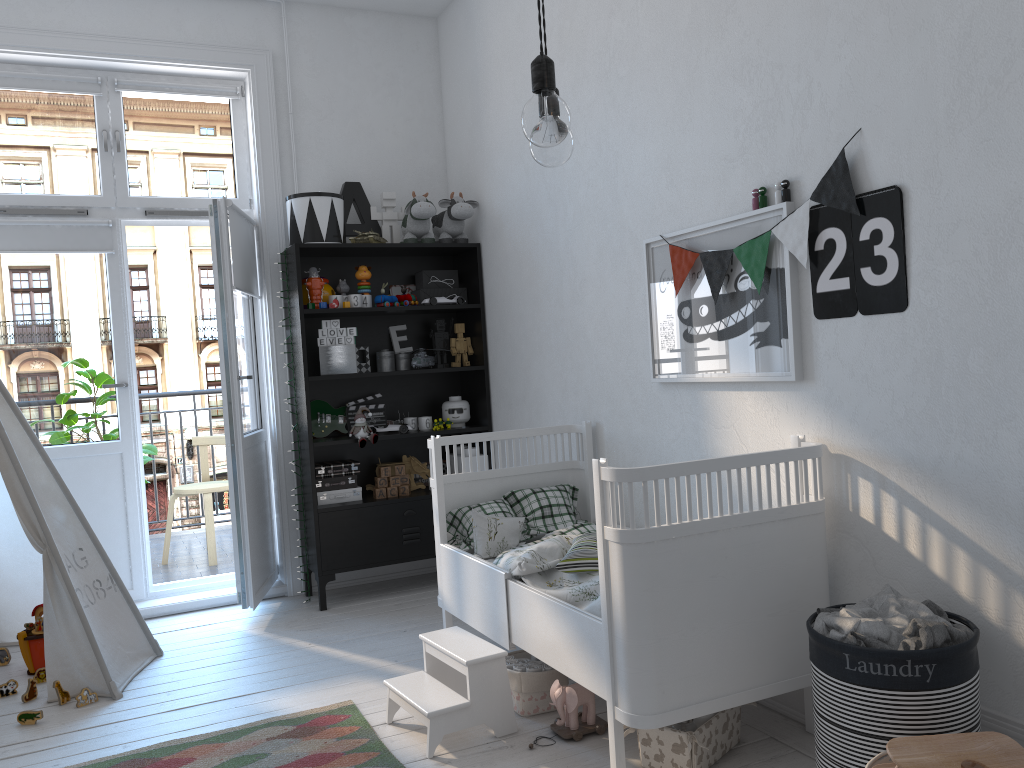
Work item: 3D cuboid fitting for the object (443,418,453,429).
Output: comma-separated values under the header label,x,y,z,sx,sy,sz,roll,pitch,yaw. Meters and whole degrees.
label,x,y,z,sx,sy,sz,roll,pitch,yaw
object,-0.316,0.195,4.393,0.042,0.054,0.031,-3,2,20

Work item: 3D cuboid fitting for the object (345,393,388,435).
label,x,y,z,sx,sy,sz,roll,pitch,yaw
object,-0.725,0.150,4.409,0.200,0.199,0.048,-4,2,-25

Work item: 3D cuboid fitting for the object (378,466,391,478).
label,x,y,z,sx,sy,sz,roll,pitch,yaw
object,-0.616,0.424,4.290,0.050,0.050,0.050,-4,2,-25

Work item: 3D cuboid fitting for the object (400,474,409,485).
label,x,y,z,sx,sy,sz,roll,pitch,yaw
object,-0.535,0.467,4.344,0.050,0.050,0.050,-4,2,-25

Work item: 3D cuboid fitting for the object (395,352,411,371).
label,x,y,z,sx,sy,sz,roll,pitch,yaw
object,-0.509,-0.116,4.417,0.078,0.091,0.246,-5,2,-30

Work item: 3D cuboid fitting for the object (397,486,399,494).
label,x,y,z,sx,sy,sz,roll,pitch,yaw
object,-0.541,0.517,4.376,0.050,0.050,0.050,-4,2,-25

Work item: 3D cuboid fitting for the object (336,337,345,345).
label,x,y,z,sx,sy,sz,roll,pitch,yaw
object,-0.805,-0.201,4.156,0.040,0.040,0.040,-4,2,-10

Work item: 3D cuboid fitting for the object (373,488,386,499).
label,x,y,z,sx,sy,sz,roll,pitch,yaw
object,-0.637,0.525,4.267,0.050,0.050,0.050,-4,2,-25

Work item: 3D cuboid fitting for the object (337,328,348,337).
label,x,y,z,sx,sy,sz,roll,pitch,yaw
object,-0.794,-0.242,4.157,0.040,0.040,0.040,-3,2,5

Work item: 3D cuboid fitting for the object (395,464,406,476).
label,x,y,z,sx,sy,sz,roll,pitch,yaw
object,-0.545,0.419,4.326,0.050,0.050,0.050,-4,2,-5

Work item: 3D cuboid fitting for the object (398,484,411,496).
label,x,y,z,sx,sy,sz,roll,pitch,yaw
object,-0.523,0.517,4.320,0.050,0.050,0.050,-3,2,5

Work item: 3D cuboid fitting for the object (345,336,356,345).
label,x,y,z,sx,sy,sz,roll,pitch,yaw
object,-0.760,-0.204,4.164,0.040,0.040,0.040,-3,2,5

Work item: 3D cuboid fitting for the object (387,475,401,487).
label,x,y,z,sx,sy,sz,roll,pitch,yaw
object,-0.573,0.471,4.297,0.050,0.050,0.050,-4,2,-25

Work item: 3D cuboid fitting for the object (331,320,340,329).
label,x,y,z,sx,sy,sz,roll,pitch,yaw
object,-0.828,-0.280,4.150,0.040,0.040,0.040,-4,2,-15

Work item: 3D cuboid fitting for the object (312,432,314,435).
label,x,y,z,sx,sy,sz,roll,pitch,yaw
object,-0.966,0.240,4.240,0.042,0.054,0.031,-4,2,-15

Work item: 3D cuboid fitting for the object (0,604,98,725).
label,x,y,z,sx,sy,sz,roll,pitch,yaw
object,-1.696,0.967,3.288,0.385,0.284,0.856,-5,2,-33

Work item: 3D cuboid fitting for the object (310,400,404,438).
label,x,y,z,sx,sy,sz,roll,pitch,yaw
object,-0.771,0.184,4.416,0.542,0.239,0.093,-4,2,-24

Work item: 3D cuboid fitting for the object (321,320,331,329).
label,x,y,z,sx,sy,sz,roll,pitch,yaw
object,-0.869,-0.277,4.143,0.040,0.040,0.040,-4,2,-20

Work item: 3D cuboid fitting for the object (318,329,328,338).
label,x,y,z,sx,sy,sz,roll,pitch,yaw
object,-0.883,-0.235,4.142,0.040,0.040,0.040,-4,2,-15

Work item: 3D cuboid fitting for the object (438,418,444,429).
label,x,y,z,sx,sy,sz,roll,pitch,yaw
object,-0.356,0.197,4.408,0.042,0.054,0.031,-4,2,-25

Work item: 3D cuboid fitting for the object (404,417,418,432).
label,x,y,z,sx,sy,sz,roll,pitch,yaw
object,-0.501,0.200,4.392,0.067,0.067,0.067,-4,2,-11

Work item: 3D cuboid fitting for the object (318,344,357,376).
label,x,y,z,sx,sy,sz,roll,pitch,yaw
object,-0.821,-0.112,4.192,0.170,0.138,0.124,-4,2,-10

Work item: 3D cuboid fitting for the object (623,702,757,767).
label,x,y,z,sx,sy,sz,roll,pitch,yaw
object,0.480,0.913,2.379,0.242,0.163,0.360,-2,2,40

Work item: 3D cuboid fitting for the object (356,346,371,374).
label,x,y,z,sx,sy,sz,roll,pitch,yaw
object,-0.748,-0.121,4.435,0.070,0.135,0.028,-4,2,-25

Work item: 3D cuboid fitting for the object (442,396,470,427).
label,x,y,z,sx,sy,sz,roll,pitch,yaw
object,-0.284,0.142,4.497,0.139,0.162,0.139,-2,2,40

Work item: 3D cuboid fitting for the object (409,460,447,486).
label,x,y,z,sx,sy,sz,roll,pitch,yaw
object,-0.464,0.469,4.593,0.347,0.120,0.034,-4,2,-25

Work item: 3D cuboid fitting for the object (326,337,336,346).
label,x,y,z,sx,sy,sz,roll,pitch,yaw
object,-0.850,-0.198,4.156,0.040,0.040,0.040,-4,2,-20

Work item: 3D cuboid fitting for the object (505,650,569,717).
label,x,y,z,sx,sy,sz,roll,pitch,yaw
object,0.071,0.937,2.813,0.215,0.148,0.240,-4,2,-18

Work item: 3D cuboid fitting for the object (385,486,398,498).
label,x,y,z,sx,sy,sz,roll,pitch,yaw
object,-0.583,0.521,4.292,0.050,0.050,0.050,-4,2,-20

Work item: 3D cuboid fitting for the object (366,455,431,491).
label,x,y,z,sx,sy,sz,roll,pitch,yaw
object,-0.566,0.451,4.447,0.337,0.186,0.111,-4,2,-10

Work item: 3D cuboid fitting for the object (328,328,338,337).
label,x,y,z,sx,sy,sz,roll,pitch,yaw
object,-0.839,-0.239,4.149,0.040,0.040,0.040,-4,2,-5

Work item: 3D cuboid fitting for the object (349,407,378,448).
label,x,y,z,sx,sy,sz,roll,pitch,yaw
object,-0.691,0.201,4.131,0.110,0.186,0.129,-5,2,-38

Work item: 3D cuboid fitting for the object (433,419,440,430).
label,x,y,z,sx,sy,sz,roll,pitch,yaw
object,-0.372,0.200,4.342,0.031,0.054,0.042,-3,2,25

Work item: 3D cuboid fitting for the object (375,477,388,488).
label,x,y,z,sx,sy,sz,roll,pitch,yaw
object,-0.632,0.475,4.291,0.050,0.050,0.050,-4,2,-25

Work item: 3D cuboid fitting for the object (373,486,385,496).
label,x,y,z,sx,sy,sz,roll,pitch,yaw
object,-0.646,0.524,4.323,0.050,0.050,0.050,-4,2,-25

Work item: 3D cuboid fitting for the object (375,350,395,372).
label,x,y,z,sx,sy,sz,roll,pitch,yaw
object,-0.634,-0.117,4.451,0.095,0.110,0.095,-4,2,-20

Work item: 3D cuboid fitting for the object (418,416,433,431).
label,x,y,z,sx,sy,sz,roll,pitch,yaw
object,-0.427,0.196,4.374,0.067,0.067,0.067,-4,2,-11

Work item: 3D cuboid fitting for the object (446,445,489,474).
label,x,y,z,sx,sy,sz,roll,pitch,yaw
object,-0.227,0.419,4.509,0.132,0.199,0.267,-4,2,-25

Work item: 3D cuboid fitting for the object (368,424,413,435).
label,x,y,z,sx,sy,sz,roll,pitch,yaw
object,-0.597,0.219,4.304,0.230,0.048,0.098,-4,2,0

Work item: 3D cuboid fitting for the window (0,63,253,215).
label,x,y,z,sx,sy,sz,roll,pitch,yaw
window,-1.877,-1.133,4.152,1.262,0.660,0.101,-4,2,-25

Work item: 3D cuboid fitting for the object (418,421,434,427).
label,x,y,z,sx,sy,sz,roll,pitch,yaw
object,-0.452,0.210,4.536,0.163,0.034,0.069,-4,2,-25

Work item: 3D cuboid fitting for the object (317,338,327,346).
label,x,y,z,sx,sy,sz,roll,pitch,yaw
object,-0.886,-0.195,4.142,0.040,0.040,0.040,-4,2,-10

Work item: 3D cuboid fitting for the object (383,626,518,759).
label,x,y,z,sx,sy,sz,roll,pitch,yaw
object,-0.193,0.907,2.658,0.288,0.246,0.332,-5,2,-30

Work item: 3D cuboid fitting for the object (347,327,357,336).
label,x,y,z,sx,sy,sz,roll,pitch,yaw
object,-0.750,-0.245,4.165,0.040,0.040,0.040,-4,2,0

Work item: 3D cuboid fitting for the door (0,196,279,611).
label,x,y,z,sx,sy,sz,roll,pitch,yaw
door,-1.702,0.113,3.966,1.263,1.839,0.636,-4,2,-23

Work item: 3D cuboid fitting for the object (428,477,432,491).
label,x,y,z,sx,sy,sz,roll,pitch,yaw
object,-0.380,0.496,4.410,0.067,0.067,0.067,-4,2,-11

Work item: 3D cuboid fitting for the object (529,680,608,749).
label,x,y,z,sx,sy,sz,roll,pitch,yaw
object,0.146,0.936,2.550,0.254,0.152,0.125,-4,2,-26

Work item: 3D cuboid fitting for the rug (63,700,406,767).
label,x,y,z,sx,sy,sz,roll,pitch,yaw
rug,-0.690,1.078,1.718,1.319,0.016,2.028,-4,2,-25
